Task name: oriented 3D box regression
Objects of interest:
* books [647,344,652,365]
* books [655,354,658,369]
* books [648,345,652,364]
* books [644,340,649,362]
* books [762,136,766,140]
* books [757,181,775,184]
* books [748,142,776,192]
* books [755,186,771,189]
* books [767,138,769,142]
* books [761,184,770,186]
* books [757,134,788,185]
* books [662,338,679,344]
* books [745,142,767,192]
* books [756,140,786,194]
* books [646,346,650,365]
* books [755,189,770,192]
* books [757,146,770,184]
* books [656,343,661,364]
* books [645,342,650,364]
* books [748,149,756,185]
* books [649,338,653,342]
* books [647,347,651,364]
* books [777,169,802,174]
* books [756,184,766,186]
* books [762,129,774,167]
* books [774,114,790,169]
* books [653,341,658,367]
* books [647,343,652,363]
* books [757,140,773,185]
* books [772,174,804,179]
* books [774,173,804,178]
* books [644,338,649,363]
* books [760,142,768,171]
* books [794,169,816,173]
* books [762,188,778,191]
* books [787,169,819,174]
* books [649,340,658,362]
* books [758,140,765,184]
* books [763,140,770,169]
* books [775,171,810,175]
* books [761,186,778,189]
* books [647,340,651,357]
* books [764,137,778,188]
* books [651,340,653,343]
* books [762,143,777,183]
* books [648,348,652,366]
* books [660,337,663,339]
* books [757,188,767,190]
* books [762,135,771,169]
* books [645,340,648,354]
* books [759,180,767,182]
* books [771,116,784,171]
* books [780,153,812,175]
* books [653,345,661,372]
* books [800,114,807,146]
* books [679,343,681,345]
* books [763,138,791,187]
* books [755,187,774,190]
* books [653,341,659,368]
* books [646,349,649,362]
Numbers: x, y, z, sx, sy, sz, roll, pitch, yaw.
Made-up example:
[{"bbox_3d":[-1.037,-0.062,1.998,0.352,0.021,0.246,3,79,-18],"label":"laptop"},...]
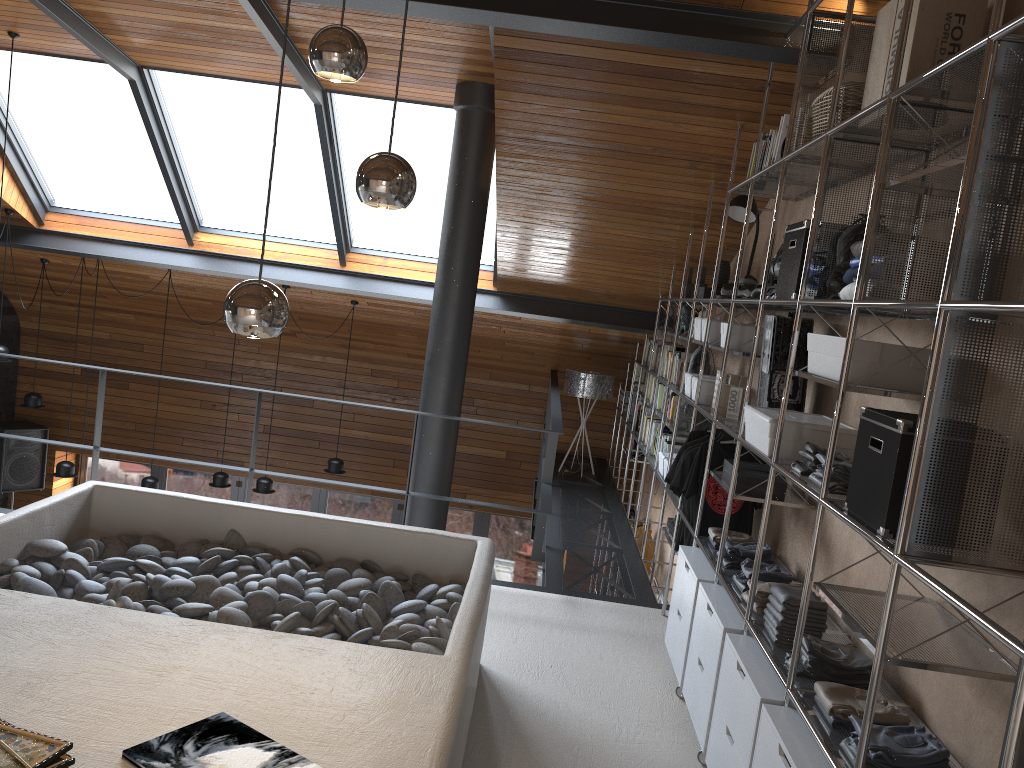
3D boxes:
[{"bbox_3d":[1.251,-0.244,7.632,0.138,0.189,0.065,8,6,2],"label":"books"},{"bbox_3d":[1.239,-0.200,7.140,0.148,0.206,0.018,8,6,2],"label":"books"},{"bbox_3d":[1.253,-0.251,7.614,0.137,0.213,0.068,8,6,2],"label":"books"},{"bbox_3d":[1.282,-0.286,7.983,0.149,0.202,0.067,8,6,1],"label":"books"},{"bbox_3d":[1.285,-1.100,4.397,0.143,0.233,0.081,8,6,1],"label":"books"},{"bbox_3d":[1.270,-1.074,4.285,0.125,0.204,0.072,8,6,2],"label":"books"},{"bbox_3d":[1.309,-1.107,4.531,0.169,0.229,0.077,8,6,2],"label":"books"},{"bbox_3d":[1.280,-1.088,4.444,0.130,0.202,0.063,8,6,2],"label":"books"},{"bbox_3d":[1.256,-1.067,4.235,0.111,0.194,0.059,8,6,2],"label":"books"},{"bbox_3d":[1.272,-1.080,4.367,0.127,0.197,0.063,8,6,2],"label":"books"},{"bbox_3d":[1.280,-1.079,4.263,0.161,0.220,0.074,8,6,2],"label":"books"},{"bbox_3d":[1.251,-0.227,7.108,0.143,0.268,0.020,8,6,2],"label":"books"},{"bbox_3d":[1.293,-1.112,4.559,0.148,0.229,0.073,8,6,2],"label":"books"},{"bbox_3d":[1.332,-1.118,4.565,0.206,0.249,0.074,8,6,1],"label":"books"},{"bbox_3d":[1.234,-0.241,7.694,0.111,0.171,0.056,8,6,2],"label":"books"},{"bbox_3d":[1.316,-1.108,4.544,0.148,0.229,0.073,8,6,2],"label":"books"},{"bbox_3d":[1.259,-1.061,4.308,0.119,0.169,0.058,8,6,2],"label":"books"},{"bbox_3d":[1.229,-0.210,7.094,0.129,0.231,0.010,8,6,2],"label":"books"},{"bbox_3d":[1.248,-0.263,7.800,0.127,0.197,0.063,8,6,2],"label":"books"},{"bbox_3d":[1.294,-1.101,4.509,0.149,0.202,0.067,8,6,1],"label":"books"},{"bbox_3d":[1.273,-0.286,7.871,0.143,0.233,0.081,8,6,1],"label":"books"},{"bbox_3d":[1.237,-0.237,7.650,0.112,0.173,0.054,8,6,2],"label":"books"},{"bbox_3d":[1.273,-1.043,3.928,0.170,0.214,0.065,8,6,2],"label":"books"},{"bbox_3d":[1.289,-1.080,4.377,0.130,0.201,0.063,8,6,2],"label":"books"},{"bbox_3d":[1.257,-1.078,4.189,0.122,0.227,0.076,8,6,2],"label":"books"},{"bbox_3d":[1.247,-1.057,3.900,0.148,0.229,0.073,8,6,2],"label":"books"},{"bbox_3d":[1.246,-0.228,7.295,0.148,0.232,0.053,8,6,2],"label":"books"},{"bbox_3d":[1.236,-0.248,7.654,0.111,0.194,0.059,8,6,2],"label":"books"},{"bbox_3d":[1.267,-1.075,4.315,0.127,0.197,0.063,8,6,2],"label":"books"},{"bbox_3d":[1.283,-1.075,4.024,0.143,0.264,0.088,8,6,2],"label":"books"},{"bbox_3d":[1.272,-1.042,4.004,0.137,0.197,0.063,8,6,1],"label":"books"},{"bbox_3d":[1.297,-0.292,8.005,0.169,0.229,0.077,8,6,2],"label":"books"},{"bbox_3d":[1.246,-1.055,4.221,0.111,0.171,0.056,8,6,2],"label":"books"},{"bbox_3d":[1.276,-1.049,3.861,0.148,0.229,0.073,8,6,2],"label":"books"},{"bbox_3d":[1.313,-1.102,4.481,0.148,0.229,0.073,8,6,2],"label":"books"},{"bbox_3d":[1.300,-1.048,3.874,0.191,0.244,0.075,8,6,2],"label":"books"},{"bbox_3d":[1.236,-0.247,7.420,0.148,0.229,0.073,8,6,2],"label":"books"},{"bbox_3d":[1.260,-1.077,4.327,0.127,0.197,0.063,8,6,2],"label":"books"},{"bbox_3d":[1.249,-1.052,4.176,0.112,0.173,0.054,8,6,2],"label":"books"},{"bbox_3d":[1.272,-1.044,3.938,0.164,0.214,0.066,8,6,2],"label":"books"},{"bbox_3d":[1.292,-1.088,4.431,0.146,0.208,0.071,8,6,2],"label":"books"},{"bbox_3d":[1.268,-0.264,7.736,0.161,0.220,0.074,8,6,2],"label":"books"},{"bbox_3d":[1.288,-1.094,4.383,0.129,0.226,0.069,8,6,2],"label":"books"},{"bbox_3d":[1.245,-0.263,7.662,0.122,0.227,0.076,8,6,2],"label":"books"},{"bbox_3d":[1.251,-1.059,4.247,0.112,0.173,0.054,8,6,2],"label":"books"},{"bbox_3d":[1.252,-0.246,7.601,0.131,0.202,0.068,8,6,2],"label":"books"},{"bbox_3d":[1.271,-0.261,7.497,0.143,0.264,0.088,8,6,2],"label":"books"},{"bbox_3d":[1.302,-1.104,4.493,0.148,0.229,0.073,8,6,2],"label":"books"},{"bbox_3d":[1.248,-1.063,4.181,0.111,0.194,0.059,8,6,2],"label":"books"},{"bbox_3d":[1.281,-0.298,8.032,0.148,0.229,0.073,8,6,2],"label":"books"},{"bbox_3d":[1.258,-1.062,4.257,0.117,0.180,0.059,8,6,2],"label":"books"},{"bbox_3d":[1.248,-1.062,3.946,0.148,0.229,0.073,8,6,2],"label":"books"},{"bbox_3d":[1.296,-1.052,3.886,0.191,0.249,0.077,8,6,2],"label":"books"},{"bbox_3d":[1.216,-0.192,6.986,0.131,0.216,0.509,8,6,2],"label":"books"},{"bbox_3d":[1.246,-0.997,3.611,0.131,0.181,0.014,8,6,2],"label":"books"},{"bbox_3d":[1.288,-0.234,7.348,0.191,0.244,0.075,8,6,2],"label":"books"},{"bbox_3d":[1.296,-1.083,4.332,0.177,0.214,0.064,8,6,2],"label":"books"},{"bbox_3d":[1.300,-1.100,4.465,0.160,0.228,0.080,8,6,2],"label":"books"},{"bbox_3d":[1.250,-0.226,7.272,0.148,0.234,0.033,8,6,2],"label":"books"},{"bbox_3d":[1.247,-0.247,7.781,0.119,0.169,0.058,8,6,2],"label":"books"}]
